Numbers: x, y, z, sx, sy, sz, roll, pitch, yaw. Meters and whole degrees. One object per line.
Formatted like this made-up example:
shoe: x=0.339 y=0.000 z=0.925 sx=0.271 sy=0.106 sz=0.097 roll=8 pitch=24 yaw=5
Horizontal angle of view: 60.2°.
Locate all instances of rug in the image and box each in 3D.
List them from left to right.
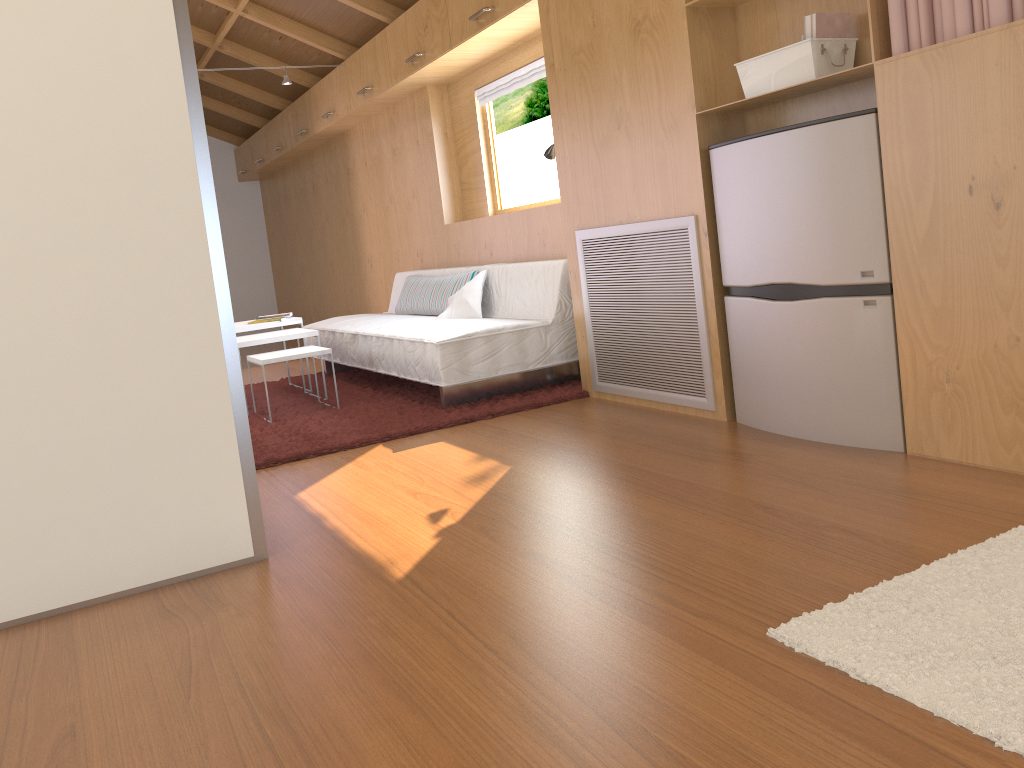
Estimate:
rug: x=-0.811 y=0.068 z=4.827 sx=1.896 sy=0.020 sz=2.487 roll=-11 pitch=10 yaw=-26
rug: x=1.710 y=0.519 z=0.110 sx=0.922 sy=0.011 sz=3.732 roll=-11 pitch=10 yaw=-26

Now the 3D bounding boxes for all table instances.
table: x=-1.512 y=-0.145 z=5.210 sx=0.488 sy=0.435 sz=0.526 roll=-10 pitch=8 yaw=-27
table: x=-1.295 y=-0.078 z=4.803 sx=0.427 sy=0.380 sz=0.460 roll=-10 pitch=8 yaw=-27
table: x=-1.106 y=-0.007 z=4.451 sx=0.343 sy=0.306 sz=0.370 roll=-10 pitch=8 yaw=-27

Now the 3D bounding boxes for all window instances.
window: x=0.213 y=-1.369 z=4.840 sx=0.036 sy=0.784 sz=1.500 roll=-9 pitch=8 yaw=-27

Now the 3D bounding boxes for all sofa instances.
sofa: x=-0.499 y=-0.330 z=5.107 sx=0.867 sy=0.624 sz=2.361 roll=-11 pitch=9 yaw=-26

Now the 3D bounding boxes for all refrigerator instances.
refrigerator: x=0.979 y=-0.332 z=2.863 sx=0.263 sy=0.980 sz=0.715 roll=-9 pitch=7 yaw=-27

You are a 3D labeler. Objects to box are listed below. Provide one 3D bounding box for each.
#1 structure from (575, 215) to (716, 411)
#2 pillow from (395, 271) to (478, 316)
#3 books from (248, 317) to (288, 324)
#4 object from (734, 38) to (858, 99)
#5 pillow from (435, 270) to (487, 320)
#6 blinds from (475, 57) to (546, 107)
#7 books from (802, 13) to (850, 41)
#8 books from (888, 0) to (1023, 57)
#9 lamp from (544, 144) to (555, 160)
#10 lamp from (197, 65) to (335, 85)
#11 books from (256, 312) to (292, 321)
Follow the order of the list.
structure: x=0.516 y=-0.290 z=3.582 sx=0.013 sy=0.716 sz=0.821 roll=-9 pitch=7 yaw=-27
pillow: x=-0.489 y=-0.546 z=5.423 sx=0.172 sy=0.250 sz=1.044 roll=-10 pitch=9 yaw=-27
books: x=-1.402 y=-0.364 z=5.090 sx=0.193 sy=0.016 sz=0.154 roll=-6 pitch=9 yaw=3
object: x=0.906 y=-1.001 z=2.825 sx=0.204 sy=0.122 sz=0.351 roll=-11 pitch=9 yaw=-26
pillow: x=-0.269 y=-0.481 z=4.834 sx=0.345 sy=0.250 sz=0.270 roll=-3 pitch=8 yaw=27
blinds: x=0.128 y=-1.694 z=4.789 sx=0.048 sy=0.110 sz=1.501 roll=-10 pitch=9 yaw=-26
books: x=0.961 y=-1.032 z=2.713 sx=0.151 sy=0.191 sz=0.088 roll=-10 pitch=6 yaw=-27
books: x=1.793 y=-1.097 z=1.053 sx=0.190 sy=0.653 sz=3.117 roll=-9 pitch=9 yaw=-26
lamp: x=0.287 y=-0.577 z=4.197 sx=0.254 sy=1.189 sz=0.184 roll=-3 pitch=6 yaw=39
lamp: x=-2.872 y=-1.879 z=5.453 sx=3.850 sy=0.152 sz=0.073 roll=-11 pitch=7 yaw=-27
books: x=-1.390 y=-0.394 z=5.174 sx=0.193 sy=0.016 sz=0.153 roll=-8 pitch=9 yaw=-7
